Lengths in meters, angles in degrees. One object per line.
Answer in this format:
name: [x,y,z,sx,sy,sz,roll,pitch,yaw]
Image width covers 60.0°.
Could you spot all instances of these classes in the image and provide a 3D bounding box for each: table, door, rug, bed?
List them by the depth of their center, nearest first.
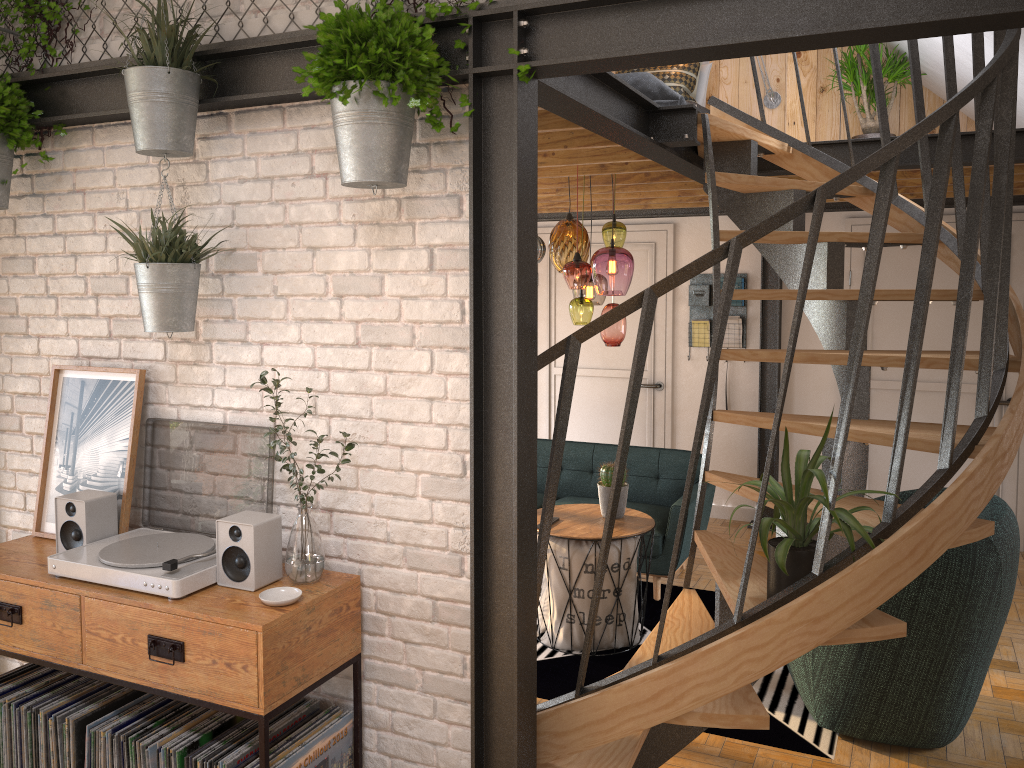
table: [0.398,0.963,4.592,0.681,0.684,0.683,-2,6,-26]
rug: [-0.005,1.277,4.886,3.502,0.010,1.705,3,7,25]
bed: [0.379,-1.874,6.003,2.123,1.018,2.296,3,6,25]
door: [2.940,-0.024,6.211,1.201,2.294,0.088,2,4,25]
door: [0.710,-0.134,7.231,1.201,2.294,0.088,2,4,25]

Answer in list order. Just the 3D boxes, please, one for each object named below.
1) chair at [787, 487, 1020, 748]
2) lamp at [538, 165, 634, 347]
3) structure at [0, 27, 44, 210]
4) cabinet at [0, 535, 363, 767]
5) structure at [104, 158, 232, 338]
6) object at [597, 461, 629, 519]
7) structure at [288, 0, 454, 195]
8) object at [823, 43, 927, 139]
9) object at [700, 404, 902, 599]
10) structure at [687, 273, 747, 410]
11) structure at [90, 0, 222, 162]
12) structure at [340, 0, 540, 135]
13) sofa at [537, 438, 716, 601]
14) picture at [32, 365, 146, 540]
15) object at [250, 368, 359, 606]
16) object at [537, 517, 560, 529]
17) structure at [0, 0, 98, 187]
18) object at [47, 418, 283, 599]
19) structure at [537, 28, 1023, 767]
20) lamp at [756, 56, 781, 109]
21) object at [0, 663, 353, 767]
chair: [1.584,0.925,3.700,0.901,0.961,0.900,1,5,10]
lamp: [0.337,-0.695,4.639,0.618,1.010,0.492,-2,5,-25]
structure: [-1.792,-0.889,2.946,0.423,0.650,0.439,-3,6,-35]
cabinet: [-1.112,1.033,2.679,1.265,0.961,0.457,2,5,25]
structure: [-1.033,-0.405,2.658,0.360,0.533,0.385,3,6,34]
object: [0.528,0.547,4.627,0.190,0.294,0.173,0,4,-1]
structure: [-0.365,-0.818,2.293,0.423,0.650,0.439,-3,6,-35]
object: [2.363,-1.861,5.859,0.790,1.045,0.735,-2,5,-26]
object: [0.818,0.340,2.605,0.528,0.590,0.459,1,5,12]
structure: [1.570,-0.310,6.816,0.442,1.073,0.099,2,4,25]
structure: [-1.049,-0.960,2.615,0.384,0.605,0.349,-1,5,-12]
structure: [-0.196,-1.593,2.352,1.305,1.865,0.459,2,4,21]
sofa: [0.252,0.791,5.719,1.974,0.780,0.827,3,6,25]
picture: [-1.409,0.233,2.944,0.411,0.574,0.127,2,4,25]
object: [-0.632,0.261,2.478,0.296,0.619,0.291,4,6,40]
object: [0.182,0.702,4.489,0.051,0.013,0.208,3,7,24]
structure: [-1.735,-1.508,3.050,2.128,1.674,0.432,2,5,25]
object: [-1.041,0.346,2.647,0.787,0.413,0.416,3,6,25]
structure: [0.937,-0.428,3.197,1.629,3.807,2.253,3,6,39]
lamp: [1.552,-2.427,6.438,0.850,0.811,0.195,-2,4,-19]
object: [-1.146,1.223,2.722,1.314,0.573,0.405,3,5,25]
